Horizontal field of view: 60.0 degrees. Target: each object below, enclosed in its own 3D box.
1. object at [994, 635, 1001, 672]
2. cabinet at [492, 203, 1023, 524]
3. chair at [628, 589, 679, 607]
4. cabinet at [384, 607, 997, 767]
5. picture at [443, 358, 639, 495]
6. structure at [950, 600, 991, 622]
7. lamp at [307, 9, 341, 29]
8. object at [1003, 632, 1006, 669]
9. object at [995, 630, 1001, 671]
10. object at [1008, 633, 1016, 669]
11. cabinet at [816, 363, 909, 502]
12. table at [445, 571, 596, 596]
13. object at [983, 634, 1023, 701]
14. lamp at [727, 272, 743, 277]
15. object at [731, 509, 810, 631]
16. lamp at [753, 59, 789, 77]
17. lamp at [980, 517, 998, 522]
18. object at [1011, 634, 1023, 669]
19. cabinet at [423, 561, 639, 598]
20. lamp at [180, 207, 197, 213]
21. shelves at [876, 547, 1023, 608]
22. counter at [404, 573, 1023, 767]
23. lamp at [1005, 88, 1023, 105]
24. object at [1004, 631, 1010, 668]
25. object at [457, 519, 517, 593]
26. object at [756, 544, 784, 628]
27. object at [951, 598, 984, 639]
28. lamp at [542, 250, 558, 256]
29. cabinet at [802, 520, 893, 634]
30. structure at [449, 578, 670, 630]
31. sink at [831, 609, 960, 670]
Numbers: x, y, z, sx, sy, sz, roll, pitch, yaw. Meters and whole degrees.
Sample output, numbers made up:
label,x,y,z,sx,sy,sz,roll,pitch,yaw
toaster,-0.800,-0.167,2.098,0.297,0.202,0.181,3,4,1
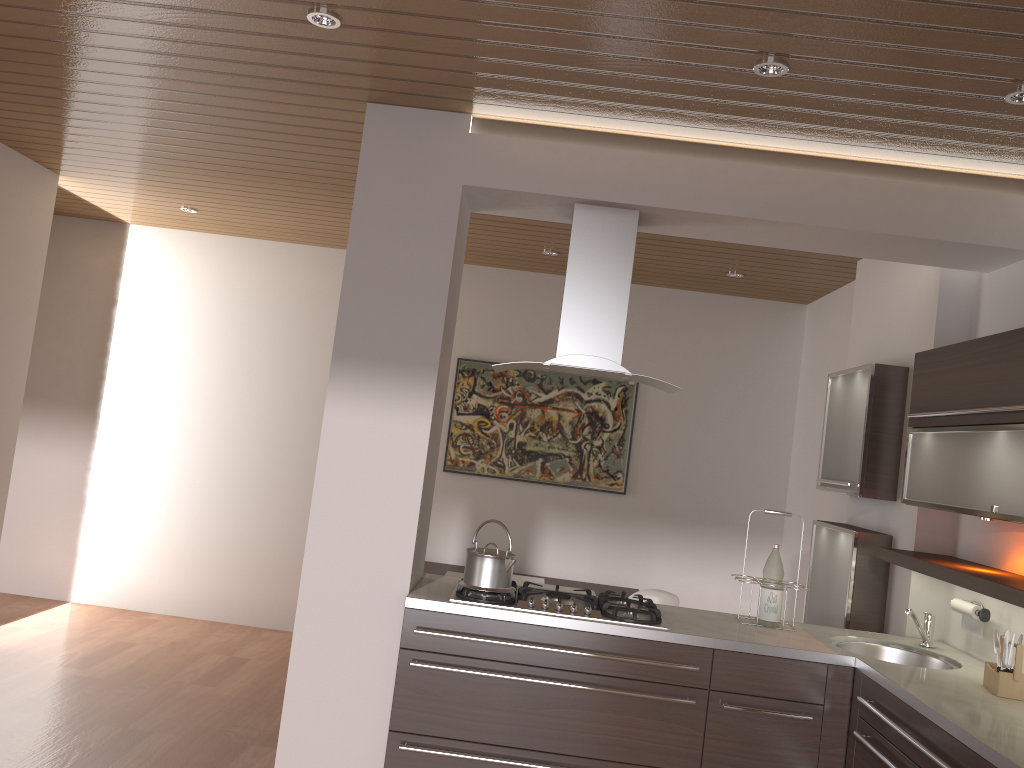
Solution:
label,x,y,z,sx,sy,sz,roll,pitch,yaw
object,1.540,0.886,2.806,0.019,0.178,0.044,9,-4,-23
cabinet,0.909,-0.167,2.882,2.058,1.032,1.399,7,-4,6
chair,0.472,1.425,4.302,0.608,0.847,0.491,9,-4,-28
cabinet,0.619,1.332,2.735,2.150,0.870,1.850,7,-4,2
picture,0.202,0.291,6.178,1.277,0.801,0.018,7,-4,2
structure,1.739,0.848,3.323,0.087,0.049,0.237,7,-4,2
lamp,-0.567,-1.127,2.687,0.102,0.055,0.102,8,-4,-15
object,1.543,0.875,2.780,0.023,0.196,0.018,7,-4,4
object,1.525,0.870,2.783,0.040,0.192,0.042,10,-5,-41
object,1.564,0.878,2.787,0.020,0.196,0.017,6,-4,25
cabinet,1.586,0.222,4.217,0.172,0.600,0.619,8,-4,-12
table,-0.016,1.403,4.227,0.800,0.758,1.100,7,-4,2
object,1.582,0.897,2.820,0.100,0.170,0.173,6,-4,14
lamp,1.388,-0.701,5.509,0.102,0.055,0.102,6,-4,19
object,1.040,0.734,3.554,0.291,0.453,0.210,7,-4,7
lamp,0.772,-0.961,2.639,0.102,0.055,0.102,9,-4,-26
lamp,1.682,0.477,3.129,0.056,0.018,0.056,9,-4,-26
object,1.573,0.875,2.773,0.040,0.192,0.042,10,-5,-40
cabinet,-0.022,1.579,5.821,1.740,0.608,0.540,7,-4,2
lamp,-2.049,-1.127,5.634,0.102,0.055,0.102,8,-4,-15
shelves,1.643,0.656,2.752,0.313,0.050,1.850,7,-4,2
counter,0.676,0.883,2.764,2.150,0.036,1.850,7,-4,2
lamp,1.511,-0.869,2.612,0.102,0.055,0.102,5,-4,30
object,1.558,0.878,2.797,0.018,0.196,0.022,7,-4,4
object,-0.079,0.633,3.319,0.221,0.251,0.221,8,-4,-5
object,1.026,0.793,3.498,0.091,0.319,0.091,4,-5,37
object,1.710,0.879,3.336,0.053,0.119,0.165,7,-4,2
lamp,0.242,-0.843,5.551,0.102,0.055,0.102,6,-4,19
cabinet,1.552,0.973,4.186,0.194,0.600,0.598,7,-4,2
structure,0.178,0.821,3.415,0.797,0.047,0.494,7,-4,2
sink,1.416,1.012,3.306,0.450,0.347,0.494,7,-4,8
